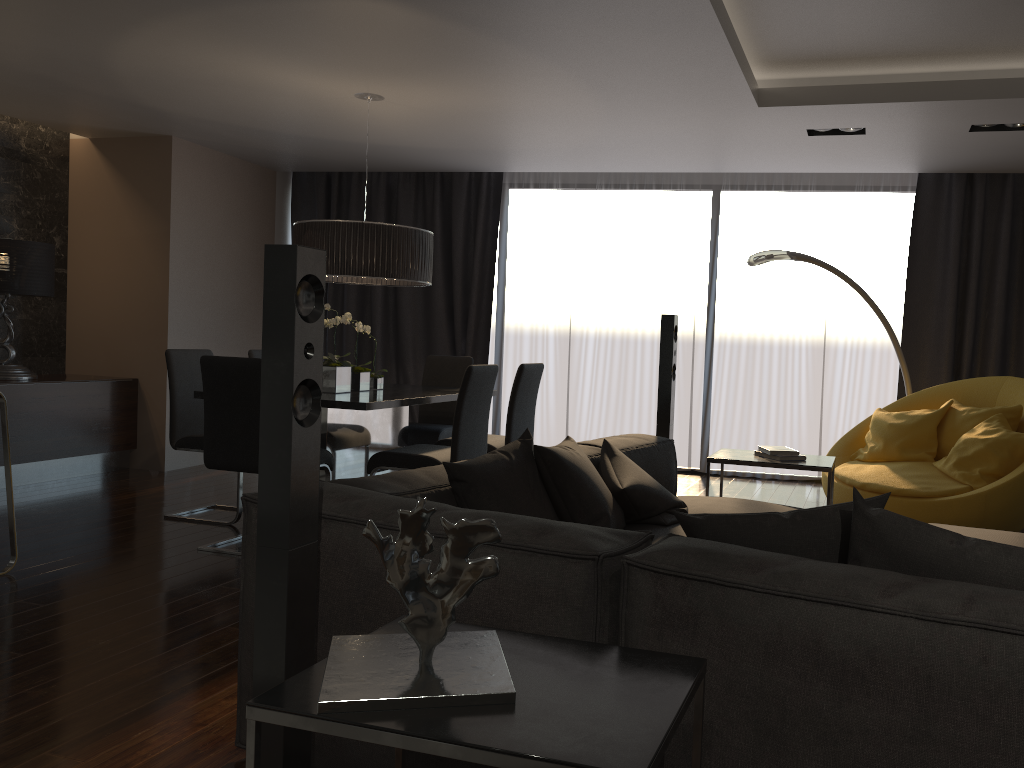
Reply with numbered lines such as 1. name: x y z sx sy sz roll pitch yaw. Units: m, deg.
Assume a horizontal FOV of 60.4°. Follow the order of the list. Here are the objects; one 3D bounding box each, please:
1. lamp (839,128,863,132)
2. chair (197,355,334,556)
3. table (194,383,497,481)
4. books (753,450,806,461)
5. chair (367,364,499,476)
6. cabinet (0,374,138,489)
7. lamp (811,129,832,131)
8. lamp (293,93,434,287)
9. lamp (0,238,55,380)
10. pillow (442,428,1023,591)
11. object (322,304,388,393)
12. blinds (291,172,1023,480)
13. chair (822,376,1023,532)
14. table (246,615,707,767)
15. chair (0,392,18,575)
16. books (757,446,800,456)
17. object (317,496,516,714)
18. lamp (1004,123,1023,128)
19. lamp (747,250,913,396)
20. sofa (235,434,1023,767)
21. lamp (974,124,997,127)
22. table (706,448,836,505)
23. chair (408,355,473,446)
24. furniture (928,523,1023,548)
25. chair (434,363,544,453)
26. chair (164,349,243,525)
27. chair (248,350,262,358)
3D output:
1. lamp: 2.137 -1.634 5.538 0.168 0.077 0.185 4 3 32
2. chair: -1.255 0.342 4.491 0.414 0.964 0.591 3 2 20
3. table: -0.906 0.417 5.293 1.007 0.760 1.656 3 3 21
4. books: 1.359 0.362 4.469 0.169 0.023 0.223 1 3 -20
5. chair: -0.417 0.364 4.755 0.554 0.964 0.442 3 2 19
6. cabinet: -2.748 -0.408 2.887 4.303 2.499 7.153 3 3 21
7. lamp: 1.970 -1.644 5.589 0.173 0.077 0.181 3 3 15
8. lamp: -0.865 -1.161 5.225 0.762 1.102 0.847 5 3 44
9. lamp: -3.466 -0.503 5.986 0.625 0.933 0.560 0 3 -44
10. pillow: 0.376 0.388 2.526 1.091 0.430 2.033 2 3 -17
11. object: -0.982 -0.214 5.197 0.302 0.501 0.591 3 3 18
12. blinds: 1.542 -0.645 7.374 7.357 2.892 0.762 3 2 10
13. chair: 2.566 0.442 5.305 1.167 1.005 1.478 2 3 -13
14. table: -0.033 0.754 1.426 0.582 0.562 0.465 3 3 19
15. chair: -2.427 0.416 3.693 0.407 0.800 0.445 3 2 20
16. books: 1.356 0.339 4.481 0.157 0.022 0.203 2 3 -3
17. object: -0.148 0.324 1.420 0.291 0.287 0.278 2 3 -10
18. lamp: 3.031 -1.582 5.263 0.168 0.077 0.185 4 3 32
19. lamp: 3.671 0.051 6.268 4.268 1.778 0.577 2 2 -4
20. sofa: 1.008 0.656 2.758 2.612 0.703 2.600 4 3 29
21. lamp: 2.864 -1.592 5.314 0.168 0.077 0.186 5 4 39
22. table: 1.319 0.653 4.488 0.582 0.562 0.465 3 3 19
23. chair: -0.569 0.287 6.114 0.414 0.964 0.591 3 2 20
24. furniture: 1.962 0.805 3.169 1.045 0.439 1.148 4 3 30
25. chair: -0.143 0.340 5.426 0.554 0.964 0.442 3 2 19
26. chair: -1.677 0.290 5.142 0.554 0.964 0.442 3 2 19
27. chair: -1.403 0.267 5.813 0.554 0.964 0.442 3 2 19
